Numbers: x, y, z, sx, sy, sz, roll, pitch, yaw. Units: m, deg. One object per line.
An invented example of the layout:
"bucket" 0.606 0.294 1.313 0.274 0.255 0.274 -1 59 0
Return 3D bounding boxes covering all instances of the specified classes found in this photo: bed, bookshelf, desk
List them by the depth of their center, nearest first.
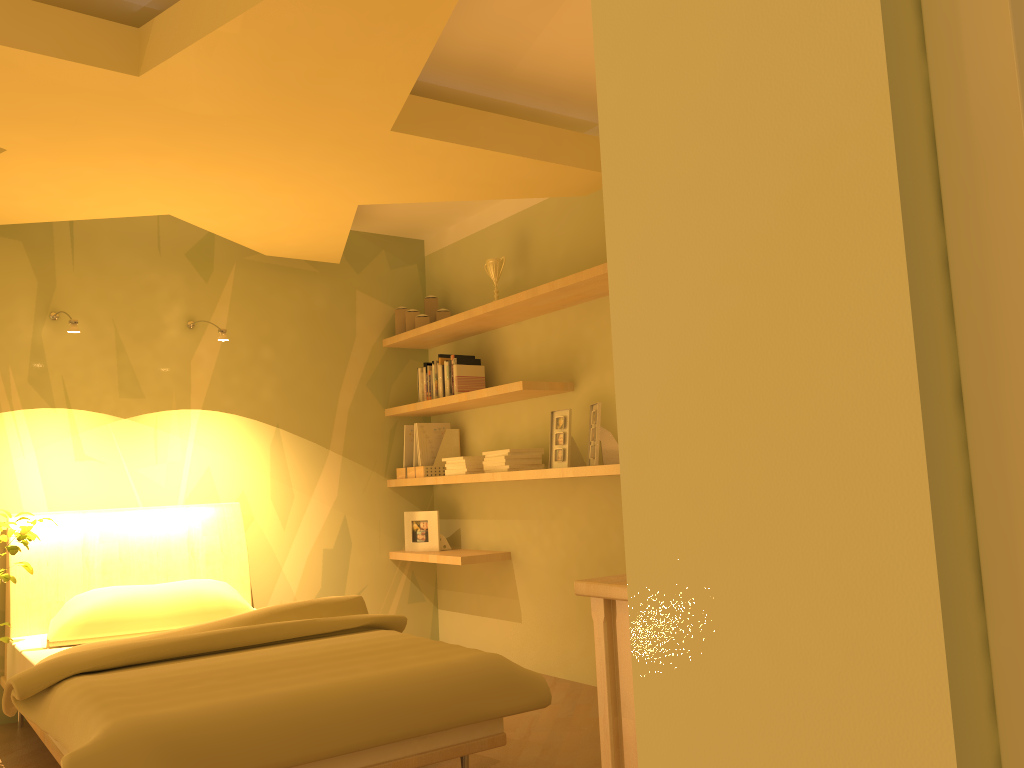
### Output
"desk" 0.902 0.730 1.876 1.396 0.720 0.684 2 -8 -35
"bed" -1.101 0.884 3.155 1.286 0.894 2.378 2 -8 -36
"bookshelf" 0.163 0.211 4.059 0.300 1.240 2.605 2 -8 -35

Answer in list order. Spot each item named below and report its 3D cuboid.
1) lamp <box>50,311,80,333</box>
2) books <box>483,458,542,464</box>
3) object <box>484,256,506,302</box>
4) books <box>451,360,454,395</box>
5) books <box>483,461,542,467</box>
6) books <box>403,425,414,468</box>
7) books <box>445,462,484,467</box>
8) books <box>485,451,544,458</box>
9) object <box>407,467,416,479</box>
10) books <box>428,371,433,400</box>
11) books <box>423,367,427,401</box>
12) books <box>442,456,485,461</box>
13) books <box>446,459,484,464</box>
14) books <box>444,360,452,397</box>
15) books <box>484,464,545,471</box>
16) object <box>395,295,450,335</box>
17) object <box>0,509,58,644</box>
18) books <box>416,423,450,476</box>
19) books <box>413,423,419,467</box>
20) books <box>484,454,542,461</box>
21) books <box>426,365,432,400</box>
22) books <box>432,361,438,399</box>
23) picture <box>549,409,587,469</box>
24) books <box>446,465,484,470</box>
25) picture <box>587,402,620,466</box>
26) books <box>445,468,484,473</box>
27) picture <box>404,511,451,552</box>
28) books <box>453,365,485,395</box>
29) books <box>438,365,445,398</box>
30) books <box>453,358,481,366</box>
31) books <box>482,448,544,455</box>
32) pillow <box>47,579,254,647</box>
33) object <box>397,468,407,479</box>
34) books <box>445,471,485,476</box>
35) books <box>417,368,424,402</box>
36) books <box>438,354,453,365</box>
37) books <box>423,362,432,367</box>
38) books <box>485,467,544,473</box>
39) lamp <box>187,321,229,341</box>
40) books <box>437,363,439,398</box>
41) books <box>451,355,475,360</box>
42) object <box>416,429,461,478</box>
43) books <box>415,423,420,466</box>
"lamp" -1.964 -0.275 3.888 0.050 0.178 0.533 2 -8 -35
"books" -0.002 0.371 4.269 0.190 0.015 0.270 0 -7 -25
"object" -0.081 -0.492 4.454 0.160 0.268 0.095 -6 -7 24
"books" -0.248 -0.024 4.639 0.157 0.198 0.022 2 -8 -35
"books" 0.001 0.386 4.262 0.190 0.015 0.270 0 -7 -23
"books" -0.521 0.381 5.001 0.214 0.297 0.048 3 -9 -41
"books" -0.177 0.409 4.526 0.270 0.015 0.190 2 -8 -36
"books" 0.010 0.343 4.286 0.190 0.015 0.270 0 -7 -25
"object" -0.460 0.389 4.916 0.236 0.259 0.087 2 -8 -36
"books" -0.382 0.016 4.826 0.157 0.172 0.021 2 -8 -35
"books" -0.414 0.010 4.871 0.157 0.198 0.022 2 -8 -35
"books" -0.194 0.381 4.540 0.270 0.015 0.190 2 -8 -38
"books" -0.172 0.394 4.533 0.270 0.015 0.190 2 -8 -34
"books" -0.284 -0.019 4.690 0.157 0.203 0.040 2 -8 -35
"books" 0.007 0.401 4.267 0.190 0.015 0.270 1 -7 -28
"object" -0.507 -0.389 5.009 0.234 0.229 0.349 2 -8 -34
"object" -2.175 0.923 3.276 0.828 0.944 0.372 3 -9 -42
"books" -0.417 0.360 4.857 0.210 0.296 0.043 2 -8 -35
"books" -0.449 0.366 4.898 0.214 0.297 0.048 2 -8 -36
"books" 0.001 0.356 4.264 0.190 0.015 0.270 0 -7 -22
"books" -0.398 0.004 4.849 0.157 0.203 0.032 2 -8 -35
"books" -0.352 -0.013 4.777 0.166 0.217 0.038 2 -8 -35
"picture" 0.266 0.249 4.002 0.171 0.264 0.134 2 -8 -36
"books" -0.170 0.424 4.527 0.270 0.015 0.190 2 -8 -35
"picture" 0.407 0.212 3.734 0.171 0.264 0.134 -2 -7 -9
"books" -0.177 0.440 4.530 0.270 0.015 0.190 2 -8 -39
"picture" -0.475 0.811 4.901 0.247 0.219 0.131 -7 -8 32
"books" -0.222 -0.015 4.584 0.178 0.163 0.032 2 -8 -35
"books" -0.311 -0.006 4.714 0.173 0.184 0.032 2 -8 -35
"books" -0.232 -0.030 4.618 0.157 0.203 0.032 2 -8 -35
"books" 0.004 0.326 4.275 0.190 0.015 0.270 1 -7 -30
"pillow" -1.496 0.952 3.724 0.801 0.213 0.482 0 -7 -26
"object" -0.534 0.404 5.017 0.236 0.259 0.087 3 -9 -41
"books" -0.177 0.454 4.528 0.270 0.015 0.190 2 -8 -36
"books" -0.451 0.015 4.922 0.157 0.203 0.040 2 -8 -35
"books" -0.322 -0.034 4.743 0.157 0.247 0.021 2 -8 -35
"books" -0.423 -0.002 4.900 0.138 0.229 0.032 2 -8 -35
"books" 0.008 0.416 4.265 0.190 0.015 0.270 0 -7 -25
"lamp" -1.460 -0.259 4.247 0.050 0.178 0.533 2 -8 -35
"books" -0.331 -0.010 4.757 0.155 0.203 0.017 2 -8 -35
"books" -0.257 -0.036 4.668 0.138 0.229 0.032 2 -8 -35
"object" -0.404 0.378 4.838 0.236 0.259 0.087 2 -8 -35
"books" -0.425 0.361 4.861 0.210 0.296 0.036 2 -8 -35
